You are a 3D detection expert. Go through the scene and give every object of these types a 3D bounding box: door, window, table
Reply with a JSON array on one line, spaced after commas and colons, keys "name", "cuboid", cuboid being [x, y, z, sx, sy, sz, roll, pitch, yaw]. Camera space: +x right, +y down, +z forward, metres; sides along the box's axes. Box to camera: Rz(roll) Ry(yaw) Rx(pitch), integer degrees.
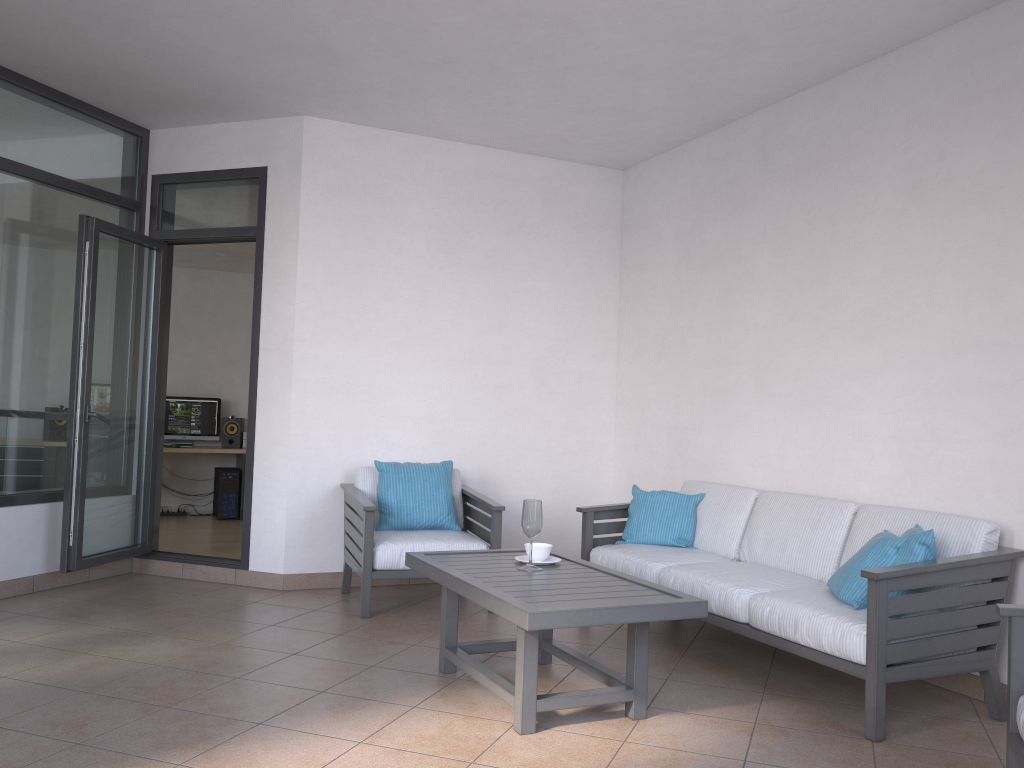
[{"name": "door", "cuboid": [-2.090, -0.131, 5.356, 0.905, 2.500, 0.924, 1, -2, 20]}, {"name": "window", "cuboid": [-3.372, -0.597, 3.496, 0.170, 2.402, 5.002, 1, -2, 20]}, {"name": "table", "cuboid": [0.099, 0.996, 3.548, 0.710, 0.473, 1.260, 3, -2, -25]}]

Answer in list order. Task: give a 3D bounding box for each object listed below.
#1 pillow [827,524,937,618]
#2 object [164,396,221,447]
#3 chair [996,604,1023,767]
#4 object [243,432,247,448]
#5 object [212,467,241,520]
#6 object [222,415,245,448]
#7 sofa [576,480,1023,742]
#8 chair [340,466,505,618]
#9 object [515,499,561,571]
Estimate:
[{"name": "pillow", "cuboid": [1.472, 0.731, 3.551, 0.377, 0.370, 0.543, 2, -2, 15]}, {"name": "object", "cuboid": [-3.529, 0.406, 9.576, 0.716, 0.535, 0.190, 3, -2, -20]}, {"name": "chair", "cuboid": [1.671, 0.853, 2.115, 0.807, 0.765, 0.797, 1, -2, 20]}, {"name": "object", "cuboid": [-2.807, 0.620, 9.796, 0.285, 0.174, 0.270, 2, -2, -10]}, {"name": "object", "cuboid": [-3.069, 1.175, 9.536, 0.215, 0.527, 0.474, 3, -2, -25]}, {"name": "object", "cuboid": [-3.064, 0.520, 9.745, 0.198, 0.354, 0.249, 2, -2, -10]}, {"name": "sofa", "cuboid": [1.179, 0.915, 4.248, 0.807, 0.765, 2.161, 3, -2, -25]}, {"name": "chair", "cuboid": [-0.554, 0.887, 5.197, 0.797, 0.765, 0.807, 3, -2, -20]}, {"name": "object", "cuboid": [0.089, 0.631, 3.807, 0.203, 0.284, 0.337, 1, -2, 26]}]
